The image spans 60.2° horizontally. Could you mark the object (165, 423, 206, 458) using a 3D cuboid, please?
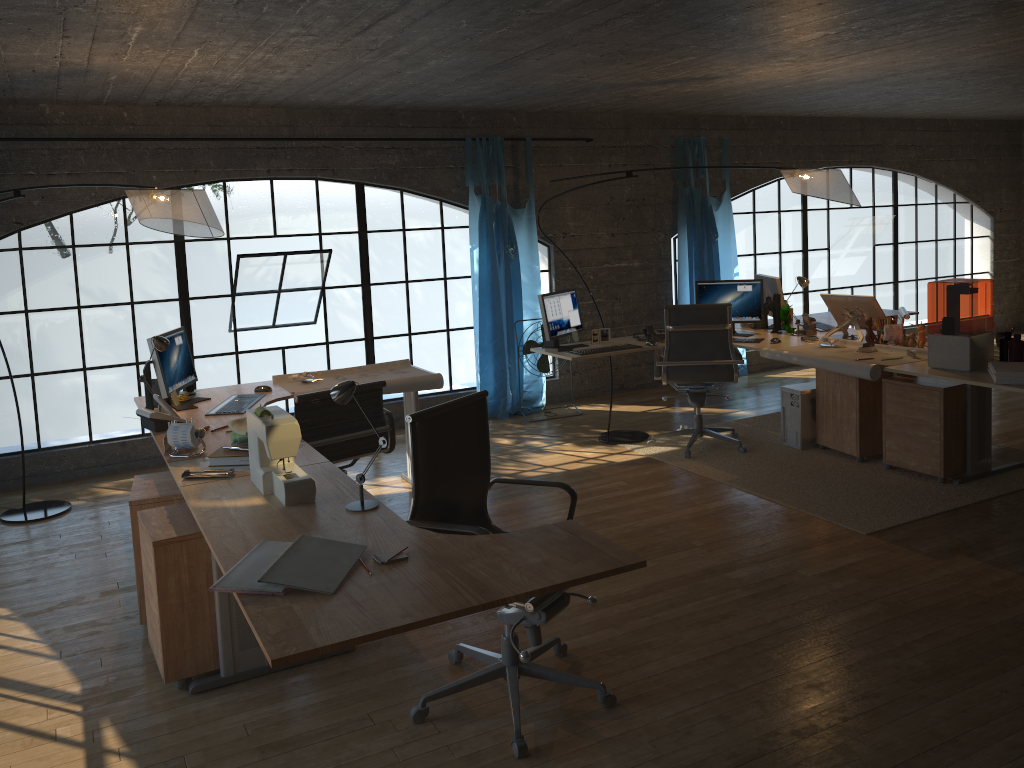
[{"bbox_3d":[-1.324,0.223,3.569,0.154,0.134,0.100,-1,7,8],"label":"object"}]

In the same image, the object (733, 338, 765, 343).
[{"bbox_3d":[1.457,-0.302,6.022,0.491,0.011,0.189,3,12,27],"label":"object"}]

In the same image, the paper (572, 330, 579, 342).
[{"bbox_3d":[0.439,-0.328,6.072,0.018,0.073,0.078,1,9,33],"label":"paper"}]

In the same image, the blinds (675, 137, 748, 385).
[{"bbox_3d":[1.883,-1.091,8.253,0.860,2.396,0.262,-5,6,-19],"label":"blinds"}]

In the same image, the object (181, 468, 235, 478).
[{"bbox_3d":[-1.119,0.328,3.250,0.181,0.025,0.076,-2,10,3],"label":"object"}]

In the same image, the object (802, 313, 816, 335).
[{"bbox_3d":[2.039,-0.415,6.081,0.085,0.158,0.083,-8,8,-38],"label":"object"}]

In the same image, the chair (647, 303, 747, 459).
[{"bbox_3d":[1.243,-0.066,6.081,0.652,1.005,0.692,-2,7,7],"label":"chair"}]

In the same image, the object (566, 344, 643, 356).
[{"bbox_3d":[0.613,-0.230,5.841,0.492,0.011,0.188,-8,12,-27],"label":"object"}]

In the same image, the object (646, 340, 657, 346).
[{"bbox_3d":[0.941,-0.276,5.948,0.059,0.033,0.102,-5,10,-17],"label":"object"}]

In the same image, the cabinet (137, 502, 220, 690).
[{"bbox_3d":[-1.159,0.773,3.383,0.428,0.566,0.428,-7,8,-29],"label":"cabinet"}]

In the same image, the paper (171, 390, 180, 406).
[{"bbox_3d":[-1.704,0.073,4.472,0.019,0.074,0.079,-3,8,-2],"label":"paper"}]

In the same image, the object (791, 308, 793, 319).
[{"bbox_3d":[2.159,-0.541,6.882,0.083,0.099,0.109,-5,8,-16],"label":"object"}]

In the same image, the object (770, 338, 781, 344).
[{"bbox_3d":[1.734,-0.287,5.815,0.059,0.033,0.102,4,12,37],"label":"object"}]

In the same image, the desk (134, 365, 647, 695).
[{"bbox_3d":[-0.596,0.591,3.774,1.642,0.731,3.539,-7,11,-25],"label":"desk"}]

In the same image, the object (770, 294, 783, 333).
[{"bbox_3d":[1.875,-0.502,6.269,0.085,0.275,0.086,-1,6,19],"label":"object"}]

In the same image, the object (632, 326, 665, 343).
[{"bbox_3d":[0.994,-0.354,6.222,0.279,0.080,0.417,-2,10,5],"label":"object"}]

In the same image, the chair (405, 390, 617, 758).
[{"bbox_3d":[-0.005,0.568,3.006,0.685,1.005,0.659,2,8,32],"label":"chair"}]

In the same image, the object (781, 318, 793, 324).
[{"bbox_3d":[2.082,-0.494,6.767,0.135,0.056,0.156,-5,10,-11],"label":"object"}]

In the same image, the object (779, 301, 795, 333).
[{"bbox_3d":[1.935,-0.470,6.237,0.115,0.218,0.249,0,9,22],"label":"object"}]

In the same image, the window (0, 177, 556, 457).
[{"bbox_3d":[-2.428,-0.332,5.158,3.186,1.850,7.032,1,11,23],"label":"window"}]

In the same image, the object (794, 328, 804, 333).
[{"bbox_3d":[2.038,-0.374,6.221,0.132,0.026,0.133,-8,12,-26],"label":"object"}]

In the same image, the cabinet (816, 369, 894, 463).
[{"bbox_3d":[2.299,0.170,5.750,0.474,0.566,0.429,-5,8,-19],"label":"cabinet"}]

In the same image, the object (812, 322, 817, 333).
[{"bbox_3d":[2.103,-0.388,6.143,0.035,0.078,0.099,0,9,20],"label":"object"}]

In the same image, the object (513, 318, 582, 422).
[{"bbox_3d":[0.232,-0.158,7.380,0.491,0.794,0.585,-5,8,-22],"label":"object"}]

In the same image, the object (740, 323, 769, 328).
[{"bbox_3d":[1.830,-0.454,6.667,0.205,0.036,0.206,-8,12,-29],"label":"object"}]

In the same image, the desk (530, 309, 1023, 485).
[{"bbox_3d":[2.387,0.166,5.308,3.273,0.731,3.499,-8,12,-27],"label":"desk"}]

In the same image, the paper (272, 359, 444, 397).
[{"bbox_3d":[-0.904,-0.011,5.151,0.855,0.112,0.586,-8,12,-27],"label":"paper"}]

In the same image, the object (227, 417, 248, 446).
[{"bbox_3d":[-1.053,0.190,3.693,0.256,0.129,0.255,-7,10,-24],"label":"object"}]

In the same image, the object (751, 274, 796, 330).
[{"bbox_3d":[1.913,-0.605,6.512,0.286,0.386,0.475,-3,8,-2],"label":"object"}]

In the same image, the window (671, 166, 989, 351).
[{"bbox_3d":[0.237,-0.853,7.236,3.930,1.832,12.347,6,13,41],"label":"window"}]

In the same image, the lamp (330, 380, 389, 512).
[{"bbox_3d":[-0.478,0.193,2.792,0.106,0.405,0.208,-7,8,-40],"label":"lamp"}]

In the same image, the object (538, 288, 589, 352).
[{"bbox_3d":[0.339,-0.438,6.005,0.286,0.387,0.475,2,10,33],"label":"object"}]

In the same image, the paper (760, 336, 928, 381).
[{"bbox_3d":[1.989,-0.164,5.261,0.584,0.112,0.858,-8,12,-26],"label":"paper"}]

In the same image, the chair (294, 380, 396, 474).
[{"bbox_3d":[-0.978,0.419,4.454,0.657,0.850,0.688,-9,10,-40],"label":"chair"}]

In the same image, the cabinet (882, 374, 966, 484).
[{"bbox_3d":[2.519,0.248,5.281,0.428,0.566,0.429,-7,8,-29],"label":"cabinet"}]

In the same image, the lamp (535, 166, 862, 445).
[{"bbox_3d":[-0.646,-0.581,6.808,6.236,1.916,0.389,1,6,19],"label":"lamp"}]

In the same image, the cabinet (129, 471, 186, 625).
[{"bbox_3d":[-1.379,0.695,3.852,0.473,0.566,0.429,-5,8,-19],"label":"cabinet"}]

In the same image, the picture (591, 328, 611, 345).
[{"bbox_3d":[0.614,-0.336,6.155,0.159,0.104,0.032,-7,7,-27],"label":"picture"}]

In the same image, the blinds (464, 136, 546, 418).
[{"bbox_3d":[-0.041,-0.881,7.278,0.670,2.275,0.259,-6,6,-32],"label":"blinds"}]

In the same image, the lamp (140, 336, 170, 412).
[{"bbox_3d":[-1.728,-0.026,4.262,0.105,0.405,0.209,1,7,30],"label":"lamp"}]

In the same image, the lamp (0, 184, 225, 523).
[{"bbox_3d":[-4.225,-0.246,5.899,6.242,1.916,0.389,3,7,27],"label":"lamp"}]

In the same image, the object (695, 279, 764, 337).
[{"bbox_3d":[1.547,-0.545,6.278,0.469,0.387,0.289,-1,7,13],"label":"object"}]

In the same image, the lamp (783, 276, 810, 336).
[{"bbox_3d":[1.975,-0.546,6.126,0.105,0.405,0.209,-4,7,-16],"label":"lamp"}]

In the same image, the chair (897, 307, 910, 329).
[{"bbox_3d":[2.568,-0.096,6.331,0.684,0.850,0.660,0,8,19],"label":"chair"}]

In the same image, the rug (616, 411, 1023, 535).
[{"bbox_3d":[1.943,0.481,5.684,1.607,0.005,2.219,-8,12,-27],"label":"rug"}]
